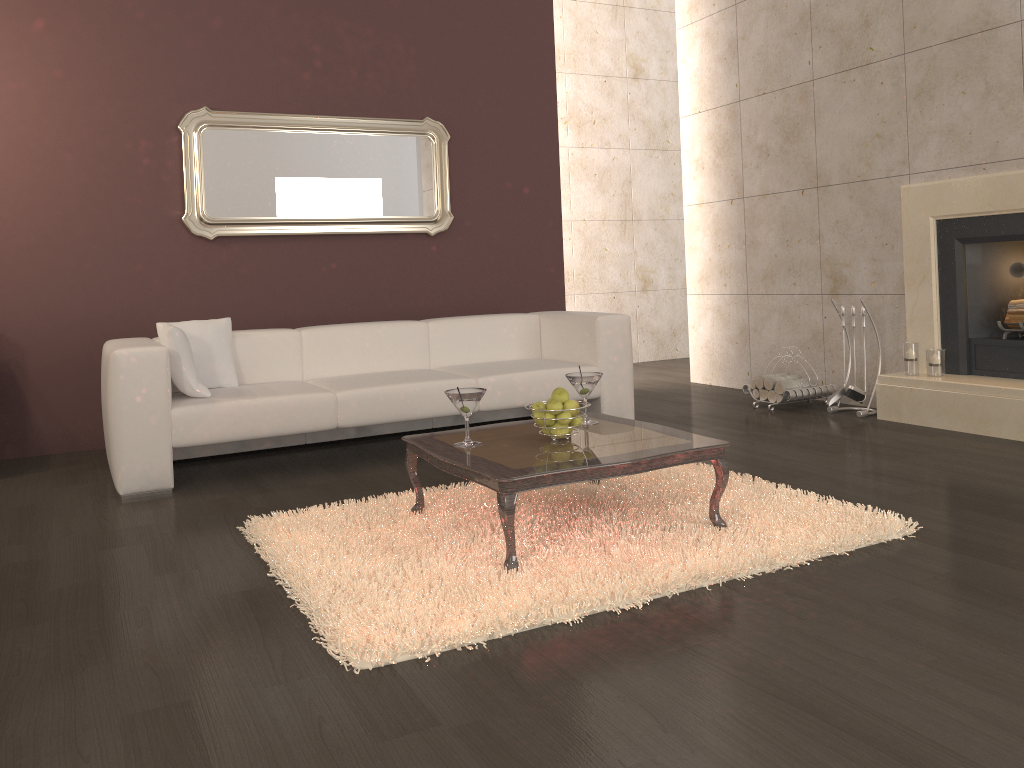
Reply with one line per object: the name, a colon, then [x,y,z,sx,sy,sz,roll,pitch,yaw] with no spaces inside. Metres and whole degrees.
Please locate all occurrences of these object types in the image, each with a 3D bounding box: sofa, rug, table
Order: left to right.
sofa: [-0.718,-0.004,4.852,2.791,0.649,0.946,-6,6,-27]
table: [0.165,0.348,3.135,0.917,0.301,0.907,-6,7,-28]
rug: [0.165,0.497,3.114,2.004,0.067,1.514,-6,8,-27]

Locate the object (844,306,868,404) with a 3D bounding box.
object: [2.044,-0.174,5.262,0.136,0.586,0.070,-2,0,-3]

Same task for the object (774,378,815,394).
object: [1.778,0.014,5.539,0.263,0.079,0.080,-6,5,-27]

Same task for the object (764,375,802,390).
object: [1.731,-0.010,5.618,0.252,0.076,0.079,-6,5,-27]

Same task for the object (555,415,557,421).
object: [0.163,0.109,3.177,0.061,0.062,0.061,-1,4,28]

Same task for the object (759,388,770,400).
object: [1.725,0.056,5.669,0.277,0.074,0.083,-6,5,-27]

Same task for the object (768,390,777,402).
object: [1.747,0.065,5.593,0.252,0.076,0.079,-6,5,-27]

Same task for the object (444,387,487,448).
object: [-0.160,0.106,3.100,0.152,0.216,0.151,-4,3,-34]

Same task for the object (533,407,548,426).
object: [0.108,0.116,3.101,0.065,0.066,0.066,0,4,30]

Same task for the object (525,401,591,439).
object: [0.164,0.134,3.118,0.233,0.118,0.235,-1,6,18]

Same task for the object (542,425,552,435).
object: [0.134,0.158,3.139,0.055,0.054,0.055,-3,4,-16]

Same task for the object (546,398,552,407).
object: [0.145,0.074,3.153,0.045,0.049,0.050,-3,4,-12]

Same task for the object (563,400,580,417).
object: [0.209,0.086,3.094,0.057,0.061,0.063,0,4,32]

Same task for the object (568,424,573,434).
object: [0.194,0.162,3.136,0.044,0.043,0.043,-4,4,-23]

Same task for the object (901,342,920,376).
object: [2.244,-0.142,4.956,0.098,0.183,0.098,-2,2,16]

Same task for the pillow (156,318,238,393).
pillow: [-1.625,-0.152,4.551,0.377,0.361,0.169,-4,2,-29]

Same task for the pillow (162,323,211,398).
pillow: [-1.592,-0.117,4.267,0.186,0.357,0.377,-3,4,-28]

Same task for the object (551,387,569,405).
object: [0.170,0.044,3.115,0.062,0.064,0.062,-4,4,-27]

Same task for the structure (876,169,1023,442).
structure: [2.667,-0.427,4.491,0.590,1.336,1.529,-3,4,-27]

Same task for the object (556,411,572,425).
object: [0.180,0.117,3.053,0.053,0.051,0.053,-4,4,-23]

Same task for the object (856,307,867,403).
object: [2.056,-0.175,5.179,0.106,0.564,0.027,-3,0,-34]

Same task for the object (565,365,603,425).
object: [0.285,0.044,3.448,0.151,0.216,0.152,0,3,39]

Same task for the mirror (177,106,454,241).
mirror: [-1.214,-1.356,5.721,1.788,0.822,0.047,-5,2,-27]

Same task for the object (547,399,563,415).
object: [0.149,0.080,3.050,0.054,0.051,0.054,-4,4,-26]

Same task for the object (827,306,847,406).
object: [1.970,-0.173,5.341,0.125,0.602,0.116,-2,1,13]

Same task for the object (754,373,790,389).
object: [1.691,-0.022,5.694,0.252,0.082,0.082,-6,5,-27]

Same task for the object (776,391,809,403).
object: [1.773,0.079,5.531,0.244,0.059,0.061,-6,5,-27]

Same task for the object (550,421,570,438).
object: [0.167,0.157,3.085,0.069,0.063,0.068,-1,4,18]

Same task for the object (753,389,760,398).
object: [1.680,0.048,5.722,0.252,0.057,0.057,-6,5,-27]

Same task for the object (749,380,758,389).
object: [1.664,-0.007,5.748,0.252,0.057,0.057,-6,5,-27]

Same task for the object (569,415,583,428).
object: [0.224,0.130,3.111,0.051,0.048,0.051,-5,5,-32]

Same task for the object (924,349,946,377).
object: [2.340,-0.117,4.865,0.108,0.148,0.108,-3,3,-22]

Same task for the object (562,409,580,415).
object: [0.212,0.092,3.157,0.062,0.055,0.061,-5,5,-33]

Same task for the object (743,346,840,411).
object: [1.783,-0.051,5.653,0.503,0.379,0.432,-5,5,-27]

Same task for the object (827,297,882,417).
object: [2.049,-0.173,5.266,0.217,0.697,0.263,-3,1,-27]

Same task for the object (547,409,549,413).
object: [0.145,0.089,3.094,0.045,0.043,0.045,0,5,34]

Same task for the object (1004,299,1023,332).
object: [2.810,-0.365,4.529,0.221,0.211,0.515,-4,6,-27]

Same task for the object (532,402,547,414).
object: [0.097,0.091,3.150,0.054,0.054,0.054,-1,4,26]

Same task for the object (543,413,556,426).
object: [0.131,0.122,3.059,0.046,0.045,0.044,-5,4,-35]
